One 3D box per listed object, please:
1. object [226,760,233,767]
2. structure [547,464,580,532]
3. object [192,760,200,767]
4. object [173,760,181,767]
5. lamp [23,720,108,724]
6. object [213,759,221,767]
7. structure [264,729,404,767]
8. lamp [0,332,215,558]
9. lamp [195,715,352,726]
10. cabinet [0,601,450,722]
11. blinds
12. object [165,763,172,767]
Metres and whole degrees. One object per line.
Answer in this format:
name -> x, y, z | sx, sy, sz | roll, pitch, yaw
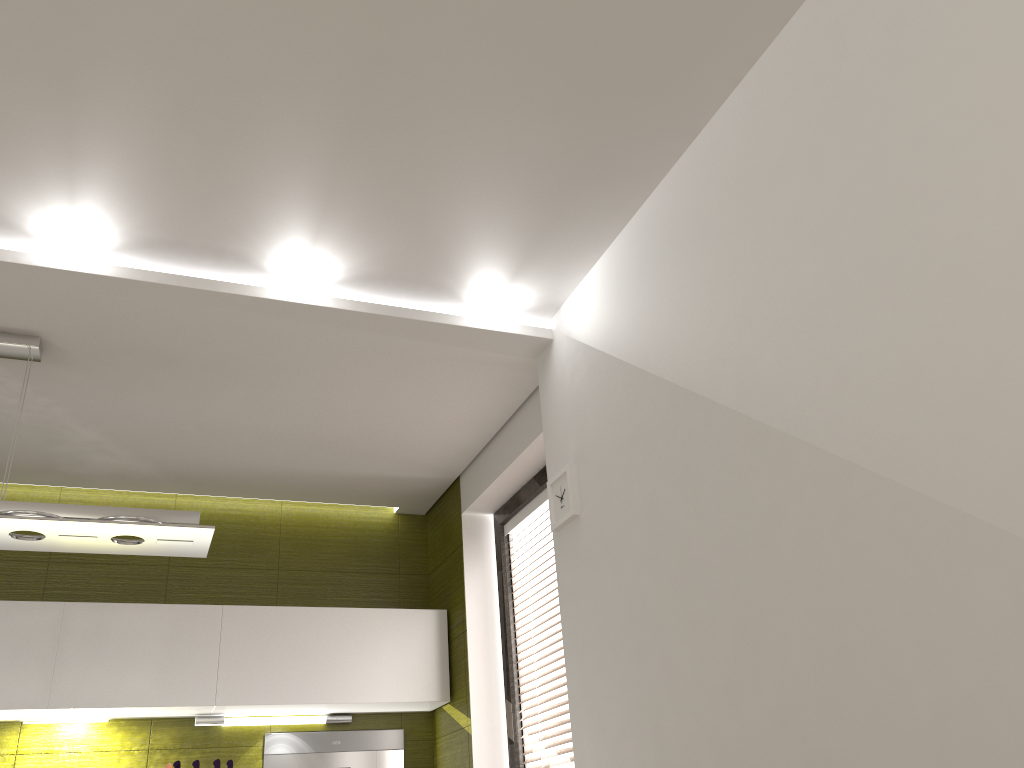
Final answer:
object -> -1.234, 1.748, 3.834 | 0.040, 0.231, 0.013 | 7, -29, -21
structure -> 0.173, 0.389, 3.021 | 0.026, 0.180, 0.180 | 7, -29, -21
object -> -1.362, 1.743, 3.779 | 0.042, 0.264, 0.013 | 7, -29, -21
object -> -1.433, 1.768, 3.733 | 0.046, 0.339, 0.013 | 7, -29, -21
lamp -> -1.936, 1.468, 3.852 | 0.334, 0.008, 0.008 | 7, -29, -21
object -> -1.281, 1.744, 3.815 | 0.036, 0.243, 0.013 | 7, -29, -21
structure -> -0.821, 1.866, 4.126 | 0.663, 0.469, 0.015 | 7, -29, -21
lamp -> -1.812, 0.143, 2.829 | 1.677, 0.683, 0.326 | 7, -29, -21
lamp -> -1.098, 1.563, 4.125 | 0.716, 0.041, 0.095 | 7, -29, -21
cabinet -> -1.942, 1.926, 3.471 | 3.471, 2.089, 0.724 | 7, -29, -21
blinds -> 1.715, 0.412, 8.174 | 16.000, 12.704, 9.030 | -12, -28, 14
object -> -1.089, 1.265, 2.733 | 0.055, 0.178, 0.184 | 9, -30, -24
